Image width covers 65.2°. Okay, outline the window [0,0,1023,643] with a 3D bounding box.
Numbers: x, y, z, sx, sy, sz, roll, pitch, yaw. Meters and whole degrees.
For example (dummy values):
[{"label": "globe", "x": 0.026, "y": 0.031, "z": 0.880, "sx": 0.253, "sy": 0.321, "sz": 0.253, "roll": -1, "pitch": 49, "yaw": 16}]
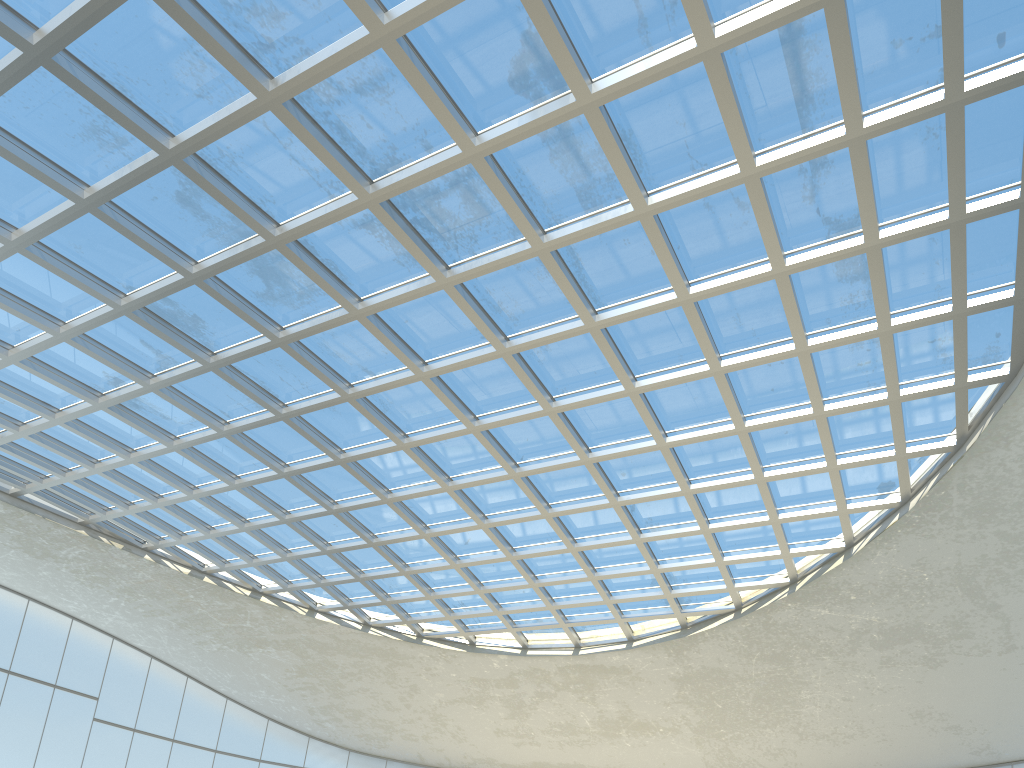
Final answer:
[{"label": "window", "x": -12.293, "y": 2.918, "z": 46.971, "sx": 78.946, "sy": 9.767, "sz": 89.996, "roll": -12, "pitch": -39, "yaw": 26}]
